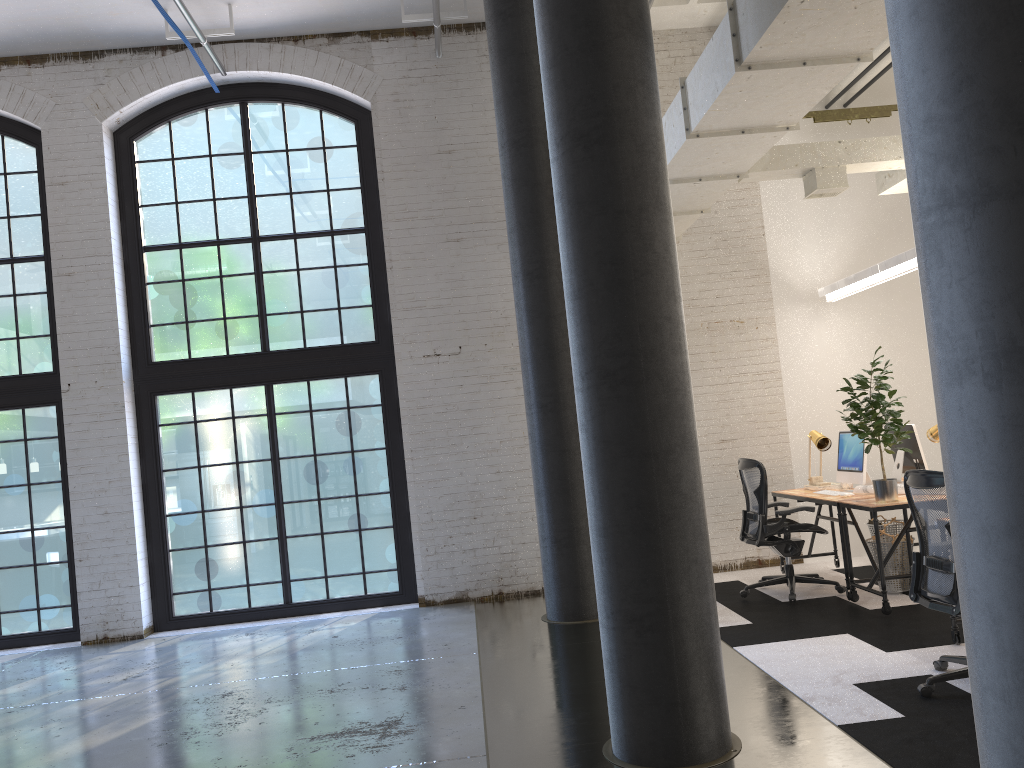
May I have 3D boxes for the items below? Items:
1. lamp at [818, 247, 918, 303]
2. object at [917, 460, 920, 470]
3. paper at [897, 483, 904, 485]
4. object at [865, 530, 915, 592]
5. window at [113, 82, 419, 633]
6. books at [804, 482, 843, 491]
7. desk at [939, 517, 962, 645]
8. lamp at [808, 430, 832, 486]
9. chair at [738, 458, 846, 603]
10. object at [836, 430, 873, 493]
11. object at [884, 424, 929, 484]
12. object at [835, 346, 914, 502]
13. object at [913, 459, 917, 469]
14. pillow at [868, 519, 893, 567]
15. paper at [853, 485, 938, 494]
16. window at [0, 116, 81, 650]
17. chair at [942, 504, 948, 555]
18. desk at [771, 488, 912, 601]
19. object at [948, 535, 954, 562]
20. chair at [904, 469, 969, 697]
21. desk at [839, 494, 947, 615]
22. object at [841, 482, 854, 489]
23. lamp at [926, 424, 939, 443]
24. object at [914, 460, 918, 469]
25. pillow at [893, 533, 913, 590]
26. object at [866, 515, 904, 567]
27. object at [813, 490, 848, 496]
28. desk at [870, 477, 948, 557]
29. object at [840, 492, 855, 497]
[{"bbox_3d":[2.997,-2.383,4.591,0.226,2.862,7.308,-6,-4,-4],"label":"lamp"},{"bbox_3d":[3.214,0.695,6.975,0.054,0.207,0.008,-4,-4,-38],"label":"object"},{"bbox_3d":[3.067,0.735,6.366,0.083,0.082,1.135,-3,-4,-39],"label":"paper"},{"bbox_3d":[2.864,1.329,6.683,0.353,0.434,0.359,-5,-3,-7],"label":"object"},{"bbox_3d":[-2.359,-0.330,8.486,2.490,5.175,0.138,-6,-3,-4],"label":"window"},{"bbox_3d":[2.660,0.876,7.582,0.225,0.038,0.309,-6,-4,-3],"label":"books"},{"bbox_3d":[2.801,1.069,4.464,0.529,0.724,1.402,-6,-3,-4],"label":"desk"},{"bbox_3d":[2.609,0.626,7.542,0.126,0.469,0.344,-6,-3,-4],"label":"lamp"},{"bbox_3d":[2.131,1.100,7.021,0.792,1.085,0.771,-5,-3,-20],"label":"chair"},{"bbox_3d":[2.728,0.611,7.043,0.189,0.485,0.484,-6,-3,-4],"label":"object"},{"bbox_3d":[3.239,0.577,7.336,0.189,0.485,0.484,-6,-3,-4],"label":"object"},{"bbox_3d":[2.524,0.280,6.180,0.438,1.077,0.514,-5,-3,-13],"label":"object"},{"bbox_3d":[3.204,0.698,7.002,0.008,0.207,0.054,-5,-3,-21],"label":"object"},{"bbox_3d":[3.179,1.370,7.624,0.119,0.406,0.239,-6,-3,-3],"label":"pillow"},{"bbox_3d":[2.901,0.751,6.357,0.083,0.082,1.135,-4,-4,-29],"label":"paper"},{"bbox_3d":[-5.352,-0.035,8.300,2.490,5.175,0.138,-6,-3,-4],"label":"window"},{"bbox_3d":[3.923,0.936,7.317,0.792,1.085,0.771,-5,-3,-20],"label":"chair"},{"bbox_3d":[2.624,1.236,7.138,0.529,0.724,1.402,-6,-3,-4],"label":"desk"},{"bbox_3d":[3.462,1.240,6.353,0.544,0.454,0.221,-6,-3,-4],"label":"object"},{"bbox_3d":[2.308,0.934,4.347,0.792,1.085,0.771,-5,-3,-20],"label":"chair"},{"bbox_3d":[3.106,1.126,6.192,1.400,0.724,0.530,-6,-3,-4],"label":"desk"},{"bbox_3d":[2.787,0.807,7.375,0.101,0.126,0.101,-9,-4,41],"label":"object"},{"bbox_3d":[3.351,0.505,6.840,0.126,0.469,0.345,-6,-3,-3],"label":"lamp"},{"bbox_3d":[3.202,0.697,6.978,0.054,0.207,0.008,-5,-3,-16],"label":"object"},{"bbox_3d":[2.943,1.334,6.682,0.119,0.406,0.239,-6,-3,-3],"label":"pillow"},{"bbox_3d":[3.256,1.349,7.625,0.353,0.434,0.359,-5,-3,-7],"label":"object"},{"bbox_3d":[2.530,0.866,7.044,0.118,0.017,0.439,-6,-4,-4],"label":"object"},{"bbox_3d":[3.466,1.152,7.183,0.529,0.724,1.402,-6,-3,-4],"label":"desk"},{"bbox_3d":[2.540,0.837,6.716,0.106,0.029,0.059,-6,-3,-3],"label":"object"}]
